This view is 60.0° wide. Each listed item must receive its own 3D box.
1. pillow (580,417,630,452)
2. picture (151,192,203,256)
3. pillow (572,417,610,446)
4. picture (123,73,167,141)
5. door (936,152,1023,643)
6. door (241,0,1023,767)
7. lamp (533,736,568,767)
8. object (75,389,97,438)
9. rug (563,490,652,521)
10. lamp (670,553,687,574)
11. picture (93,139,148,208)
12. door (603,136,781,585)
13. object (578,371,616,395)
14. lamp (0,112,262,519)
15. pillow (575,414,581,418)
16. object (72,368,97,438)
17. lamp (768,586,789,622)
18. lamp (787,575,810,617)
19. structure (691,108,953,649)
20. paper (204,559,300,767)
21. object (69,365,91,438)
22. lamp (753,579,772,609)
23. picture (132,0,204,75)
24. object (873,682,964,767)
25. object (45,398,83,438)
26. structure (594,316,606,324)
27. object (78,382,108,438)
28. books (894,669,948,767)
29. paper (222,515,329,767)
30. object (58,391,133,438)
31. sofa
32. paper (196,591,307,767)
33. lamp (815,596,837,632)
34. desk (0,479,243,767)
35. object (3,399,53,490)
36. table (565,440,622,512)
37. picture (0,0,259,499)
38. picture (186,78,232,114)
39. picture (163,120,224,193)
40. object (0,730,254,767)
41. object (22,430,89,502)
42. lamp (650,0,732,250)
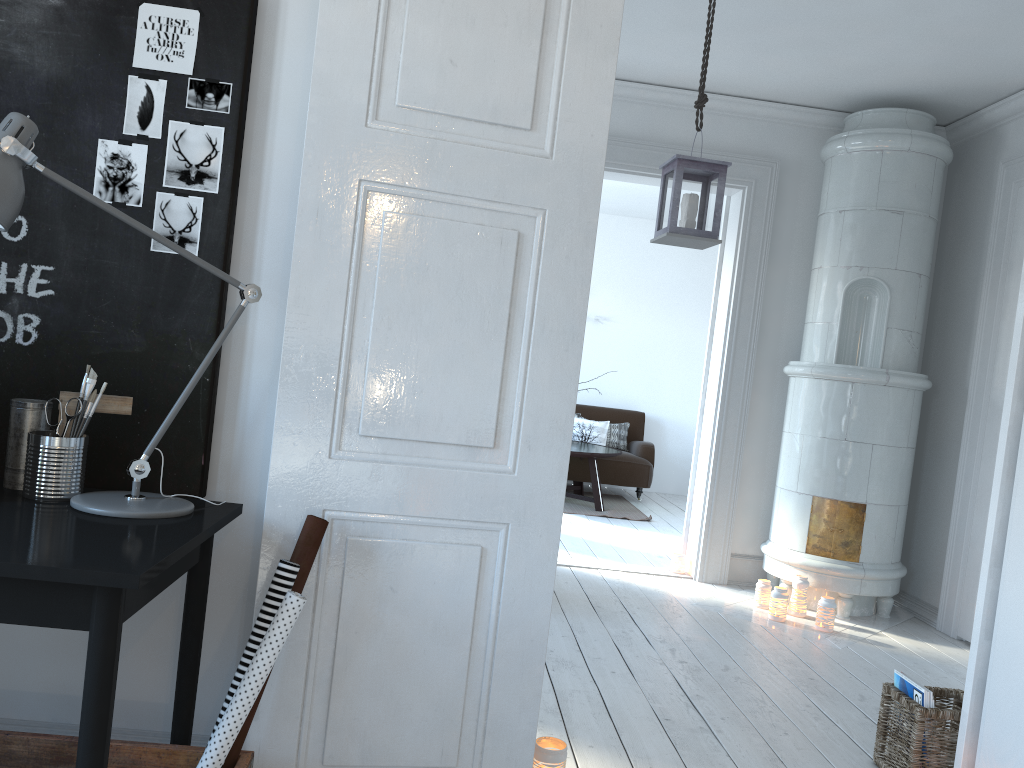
[{"bbox_3d":[0.911,0.498,8.820,0.542,0.288,0.182,7,2,-3],"label":"pillow"},{"bbox_3d":[-0.747,-0.359,1.979,0.103,0.136,0.001,7,2,-4],"label":"picture"},{"bbox_3d":[0.721,0.465,8.692,0.471,0.309,0.188,7,2,-4],"label":"pillow"},{"bbox_3d":[-0.813,-0.613,1.964,0.083,0.146,0.002,7,2,-4],"label":"picture"},{"bbox_3d":[2.621,0.109,3.915,0.306,2.507,1.598,7,2,-4],"label":"door"},{"bbox_3d":[0.788,-0.076,2.269,2.599,2.507,0.577,7,2,-4],"label":"door"},{"bbox_3d":[0.091,1.006,2.281,0.089,0.166,0.089,6,2,-12],"label":"lamp"},{"bbox_3d":[-0.884,0.119,1.790,0.009,0.222,0.082,8,2,25],"label":"object"},{"bbox_3d":[0.275,0.993,7.927,1.710,0.055,1.455,7,1,-4],"label":"rug"},{"bbox_3d":[1.008,1.087,5.373,0.093,0.110,0.093,7,2,13],"label":"lamp"},{"bbox_3d":[-0.868,-0.467,1.965,0.107,0.150,0.001,7,2,-4],"label":"picture"},{"bbox_3d":[0.577,-0.156,5.275,2.599,2.507,0.577,7,2,-4],"label":"door"},{"bbox_3d":[0.505,0.009,7.810,0.846,1.066,0.524,6,2,-33],"label":"object"},{"bbox_3d":[-0.793,-0.114,1.714,0.617,0.716,0.229,6,2,-33],"label":"lamp"},{"bbox_3d":[0.425,0.439,8.746,0.473,0.348,0.158,7,2,-6],"label":"pillow"},{"bbox_3d":[-0.885,0.097,1.798,0.012,0.264,0.062,8,3,38],"label":"object"},{"bbox_3d":[1.366,1.125,4.538,0.089,0.166,0.089,7,2,-3],"label":"lamp"},{"bbox_3d":[1.516,1.118,4.681,0.098,0.210,0.098,7,2,0],"label":"lamp"},{"bbox_3d":[1.795,-0.084,4.819,0.799,2.829,1.248,8,3,41],"label":"structure"},{"bbox_3d":[-0.564,0.682,1.733,0.043,0.669,0.266,8,3,41],"label":"paper"},{"bbox_3d":[-0.889,0.093,1.798,0.008,0.268,0.060,7,2,12],"label":"object"},{"bbox_3d":[1.349,1.129,4.769,0.084,0.146,0.084,7,2,0],"label":"lamp"},{"bbox_3d":[-0.761,-0.769,1.960,0.147,0.154,0.004,7,2,-4],"label":"picture"},{"bbox_3d":[1.314,1.103,2.749,0.270,0.265,0.223,7,2,-4],"label":"object"},{"bbox_3d":[-0.925,0.123,1.793,0.081,0.198,0.050,7,2,21],"label":"object"},{"bbox_3d":[0.456,-0.760,9.091,1.025,0.478,0.085,7,2,-4],"label":"structure"},{"bbox_3d":[-0.871,0.111,1.785,0.084,0.240,0.009,6,2,-27],"label":"object"},{"bbox_3d":[1.305,1.069,2.747,0.201,0.300,0.179,7,2,-4],"label":"books"},{"bbox_3d":[-0.537,0.641,1.803,0.048,0.747,0.297,8,3,41],"label":"paper"},{"bbox_3d":[-0.871,0.125,1.839,0.138,0.209,0.034,6,2,-24],"label":"object"},{"bbox_3d":[0.273,0.579,8.673,2.165,0.825,0.968,7,1,-4],"label":"sofa"},{"bbox_3d":[-0.561,0.701,1.674,0.283,0.627,0.041,6,2,-26],"label":"paper"},{"bbox_3d":[1.572,1.151,4.439,0.089,0.166,0.089,7,2,-5],"label":"lamp"},{"bbox_3d":[-1.187,0.582,1.595,1.159,0.759,0.650,7,2,-4],"label":"desk"},{"bbox_3d":[-1.009,0.128,1.848,0.079,0.188,0.078,6,2,-25],"label":"object"},{"bbox_3d":[0.302,0.770,7.893,1.300,0.503,1.298,6,1,-14],"label":"table"},{"bbox_3d":[-1.115,-0.369,1.983,0.953,1.173,0.063,7,2,-4],"label":"picture"},{"bbox_3d":[-0.674,-0.644,1.973,0.095,0.071,0.001,7,2,-4],"label":"picture"},{"bbox_3d":[-0.709,-0.509,1.975,0.121,0.153,0.002,7,2,-4],"label":"picture"},{"bbox_3d":[-0.861,0.859,1.630,0.665,0.282,0.339,7,1,-4],"label":"object"},{"bbox_3d":[-0.918,0.164,1.784,0.108,0.128,0.108,7,2,11],"label":"object"},{"bbox_3d":[0.803,-1.446,3.557,0.228,1.763,0.228,6,2,-7],"label":"lamp"}]
